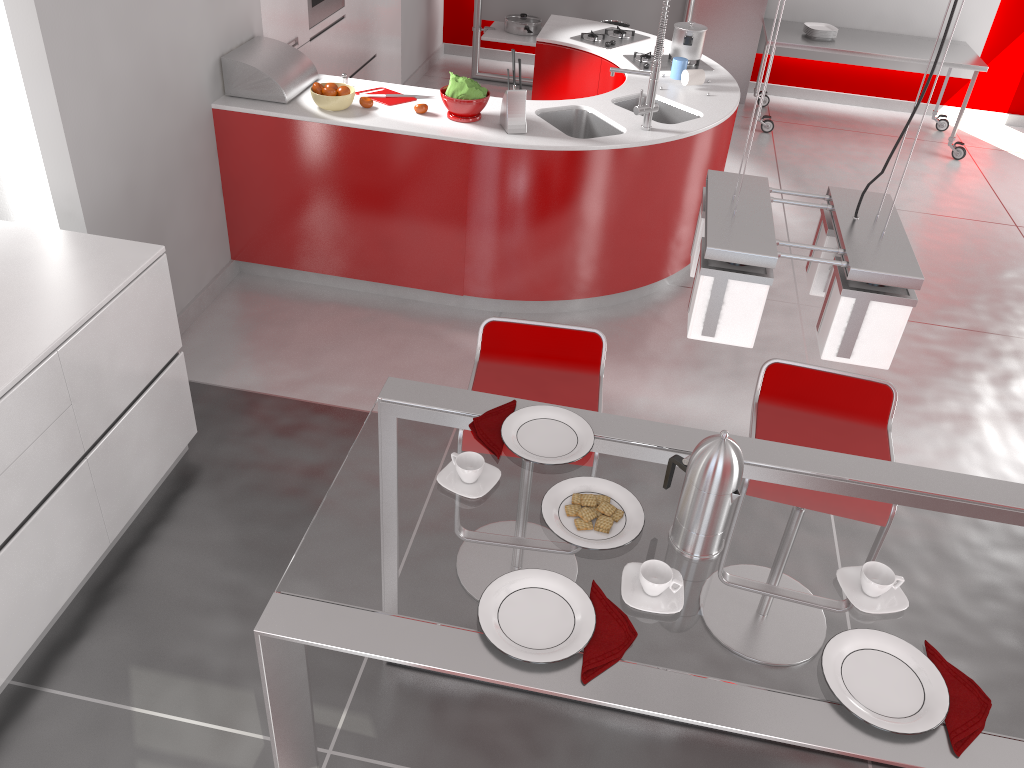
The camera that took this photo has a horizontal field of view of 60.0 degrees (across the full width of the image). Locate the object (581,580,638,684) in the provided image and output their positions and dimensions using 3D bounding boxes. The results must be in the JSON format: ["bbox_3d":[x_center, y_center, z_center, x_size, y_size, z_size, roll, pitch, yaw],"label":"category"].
[{"bbox_3d":[0.180,0.448,1.598,0.095,0.012,0.234,9,36,5],"label":"object"}]

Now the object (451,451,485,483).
[{"bbox_3d":[-0.098,0.181,1.892,0.078,0.049,0.062,9,36,6],"label":"object"}]

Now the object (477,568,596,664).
[{"bbox_3d":[0.045,0.422,1.615,0.217,0.015,0.217,-5,37,-13],"label":"object"}]

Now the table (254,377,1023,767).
[{"bbox_3d":[0.418,0.750,2.074,1.700,1.000,0.800,9,36,6],"label":"table"}]

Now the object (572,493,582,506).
[{"bbox_3d":[0.145,0.244,1.876,0.036,0.006,0.034,9,36,6],"label":"object"}]

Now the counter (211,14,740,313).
[{"bbox_3d":[0.034,-1.183,4.817,1.868,0.880,2.865,32,44,33],"label":"counter"}]

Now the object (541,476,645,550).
[{"bbox_3d":[0.167,0.269,1.841,0.217,0.015,0.217,-25,45,-35],"label":"object"}]

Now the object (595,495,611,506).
[{"bbox_3d":[0.190,0.247,1.878,0.036,0.006,0.034,9,36,6],"label":"object"}]

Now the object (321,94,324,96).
[{"bbox_3d":[-0.859,-1.314,4.069,0.055,0.058,0.066,13,36,11],"label":"object"}]

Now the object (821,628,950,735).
[{"bbox_3d":[0.650,0.520,1.552,0.217,0.015,0.217,25,40,25],"label":"object"}]

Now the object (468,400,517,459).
[{"bbox_3d":[-0.053,0.095,2.060,0.095,0.012,0.234,10,36,6],"label":"object"}]

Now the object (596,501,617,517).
[{"bbox_3d":[0.197,0.260,1.851,0.036,0.006,0.034,25,40,25],"label":"object"}]

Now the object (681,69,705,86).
[{"bbox_3d":[0.948,-1.621,4.675,0.100,0.080,0.109,-8,38,-18],"label":"object"}]

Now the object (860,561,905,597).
[{"bbox_3d":[0.706,0.384,1.707,0.078,0.049,0.062,24,40,24],"label":"object"}]

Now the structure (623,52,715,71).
[{"bbox_3d":[0.894,-1.849,5.059,0.457,0.037,0.303,-5,37,-14],"label":"structure"}]

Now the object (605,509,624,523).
[{"bbox_3d":[0.214,0.271,1.847,0.034,0.006,0.036,23,39,23],"label":"object"}]

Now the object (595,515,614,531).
[{"bbox_3d":[0.190,0.283,1.817,0.034,0.006,0.036,17,37,16],"label":"object"}]

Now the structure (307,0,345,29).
[{"bbox_3d":[-1.045,-2.388,5.028,0.050,0.589,0.599,9,36,6],"label":"structure"}]

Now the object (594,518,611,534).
[{"bbox_3d":[0.187,0.290,1.818,0.034,0.006,0.036,12,36,10],"label":"object"}]

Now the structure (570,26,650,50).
[{"bbox_3d":[0.604,-2.128,5.412,0.303,0.037,0.457,29,42,30],"label":"structure"}]

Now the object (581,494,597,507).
[{"bbox_3d":[0.162,0.245,1.868,0.034,0.006,0.036,3,36,-3],"label":"object"}]

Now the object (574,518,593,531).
[{"bbox_3d":[0.147,0.286,1.818,0.036,0.006,0.034,-3,36,-11],"label":"object"}]

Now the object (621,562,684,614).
[{"bbox_3d":[0.267,0.390,1.687,0.119,0.016,0.119,8,36,4],"label":"object"}]

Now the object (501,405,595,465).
[{"bbox_3d":[0.081,0.120,2.039,0.217,0.015,0.217,-26,46,-36],"label":"object"}]

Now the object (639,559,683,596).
[{"bbox_3d":[0.273,0.375,1.668,0.062,0.049,0.078,-23,44,-33],"label":"object"}]

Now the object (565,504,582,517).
[{"bbox_3d":[0.129,0.263,1.848,0.036,0.006,0.034,0,36,-7],"label":"object"}]

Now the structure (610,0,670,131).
[{"bbox_3d":[0.627,-1.601,3.924,0.308,0.920,0.178,-20,43,-31],"label":"structure"}]

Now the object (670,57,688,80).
[{"bbox_3d":[0.891,-1.699,4.762,0.080,0.100,0.109,-7,37,-16],"label":"object"}]

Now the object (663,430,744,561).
[{"bbox_3d":[0.370,0.199,1.730,0.149,0.287,0.113,14,37,13],"label":"object"}]

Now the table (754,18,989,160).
[{"bbox_3d":[2.690,-2.289,6.843,1.627,0.682,0.749,10,36,7],"label":"table"}]

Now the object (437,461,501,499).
[{"bbox_3d":[-0.092,0.202,1.905,0.119,0.016,0.119,22,39,22],"label":"object"}]

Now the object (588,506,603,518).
[{"bbox_3d":[0.174,0.266,1.850,0.036,0.006,0.034,20,38,20],"label":"object"}]

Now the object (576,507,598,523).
[{"bbox_3d":[0.155,0.269,1.833,0.034,0.006,0.036,-25,45,-35],"label":"object"}]

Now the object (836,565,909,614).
[{"bbox_3d":[0.698,0.401,1.724,0.119,0.016,0.119,-2,36,-10],"label":"object"}]

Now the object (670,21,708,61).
[{"bbox_3d":[0.998,-1.946,5.016,0.189,0.185,0.218,-14,40,-24],"label":"object"}]
